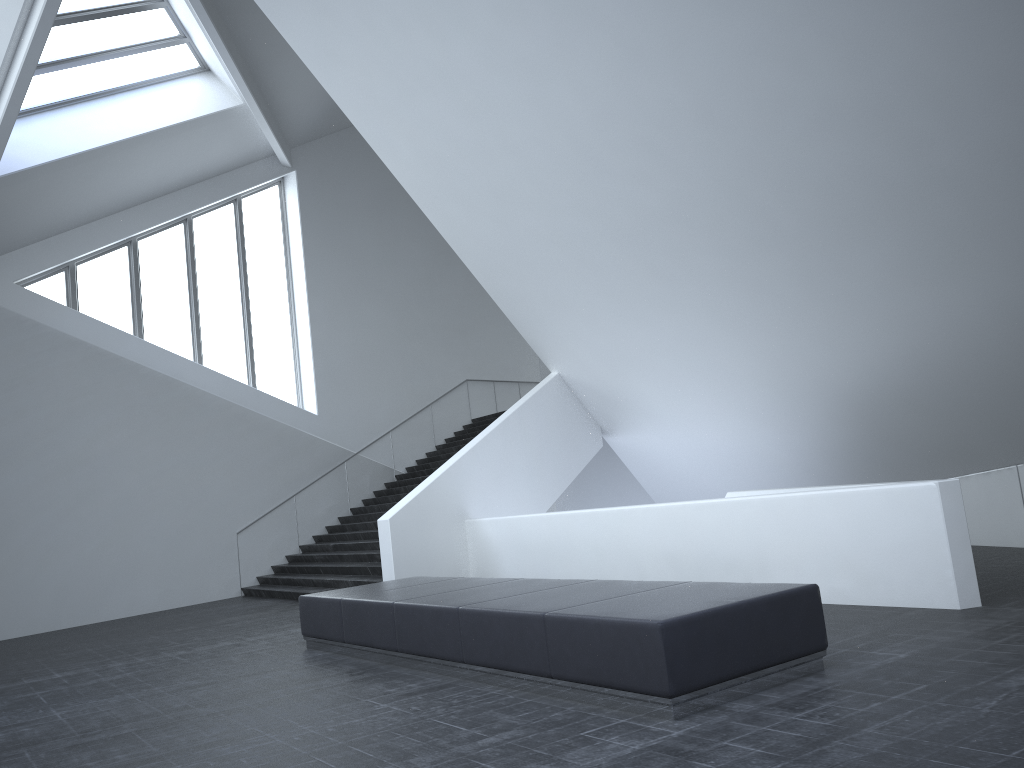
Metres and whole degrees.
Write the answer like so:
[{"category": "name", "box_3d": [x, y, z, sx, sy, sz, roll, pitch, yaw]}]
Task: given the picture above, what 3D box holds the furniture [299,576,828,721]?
[{"category": "furniture", "box_3d": [-0.110, 2.127, 7.862, 1.488, 0.580, 5.742, -2, -9, -35]}]
